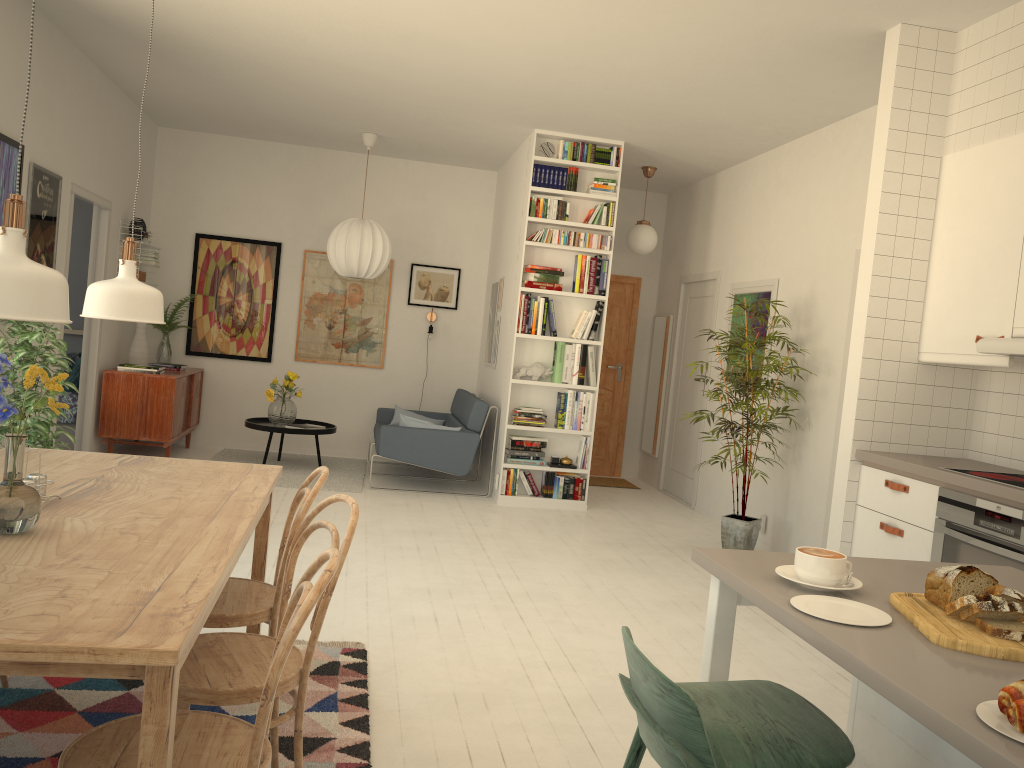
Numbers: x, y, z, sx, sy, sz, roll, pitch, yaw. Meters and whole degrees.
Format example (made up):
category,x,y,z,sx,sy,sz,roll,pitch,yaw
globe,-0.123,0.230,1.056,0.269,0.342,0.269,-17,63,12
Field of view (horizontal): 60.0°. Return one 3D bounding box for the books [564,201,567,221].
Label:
category,x,y,z,sx,sy,sz,roll,pitch,yaw
books,0.400,-1.342,6.951,0.016,0.158,0.146,5,3,-10

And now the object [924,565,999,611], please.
category,x,y,z,sx,sy,sz,roll,pitch,yaw
object,0.797,0.356,1.574,0.086,0.087,0.090,6,3,-2

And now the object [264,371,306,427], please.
category,x,y,z,sx,sy,sz,roll,pitch,yaw
object,-1.951,0.123,7.548,0.291,0.471,0.361,7,3,28

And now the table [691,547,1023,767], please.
category,x,y,z,sx,sy,sz,roll,pitch,yaw
table,0.862,0.870,1.343,0.794,0.864,1.424,5,3,-10

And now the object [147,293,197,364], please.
category,x,y,z,sx,sy,sz,roll,pitch,yaw
object,-3.106,-0.499,8.027,0.476,0.686,0.398,5,3,-8

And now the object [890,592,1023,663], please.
category,x,y,z,sx,sy,sz,roll,pitch,yaw
object,0.799,0.412,1.509,0.237,0.019,0.306,6,3,7

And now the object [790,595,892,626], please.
category,x,y,z,sx,sy,sz,roll,pitch,yaw
object,0.570,0.394,1.541,0.167,0.005,0.167,5,3,-14

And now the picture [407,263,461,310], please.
category,x,y,z,sx,sy,sz,roll,pitch,yaw
picture,-0.754,-0.943,8.604,0.481,0.402,0.015,5,2,-10

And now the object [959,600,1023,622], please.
category,x,y,z,sx,sy,sz,roll,pitch,yaw
object,0.799,0.377,1.466,0.083,0.055,0.073,6,3,-3

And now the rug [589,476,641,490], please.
category,x,y,z,sx,sy,sz,roll,pitch,yaw
rug,0.711,0.934,8.554,0.941,0.002,0.553,5,3,-10

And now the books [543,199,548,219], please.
category,x,y,z,sx,sy,sz,roll,pitch,yaw
books,0.244,-1.357,6.935,0.024,0.155,0.188,5,3,-10

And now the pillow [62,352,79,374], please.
category,x,y,z,sx,sy,sz,roll,pitch,yaw
pillow,-3.822,-0.106,7.471,0.237,0.338,0.437,5,3,-12

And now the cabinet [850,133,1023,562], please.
category,x,y,z,sx,sy,sz,roll,pitch,yaw
cabinet,1.218,0.073,1.601,2.852,2.159,4.846,5,3,-10

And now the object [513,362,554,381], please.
category,x,y,z,sx,sy,sz,roll,pitch,yaw
object,0.172,-0.102,6.956,0.311,0.150,0.137,6,3,-2

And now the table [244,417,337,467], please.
category,x,y,z,sx,sy,sz,roll,pitch,yaw
table,-1.895,0.524,7.550,0.761,0.385,0.761,6,3,6

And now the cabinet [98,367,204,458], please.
category,x,y,z,sx,sy,sz,roll,pitch,yaw
cabinet,-3.073,0.235,7.625,0.546,0.727,1.263,5,3,-10

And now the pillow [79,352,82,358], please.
category,x,y,z,sx,sy,sz,roll,pitch,yaw
pillow,-3.875,-0.118,7.850,0.220,0.385,0.387,5,3,-9

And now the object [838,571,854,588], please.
category,x,y,z,sx,sy,sz,roll,pitch,yaw
object,0.650,0.379,1.707,0.028,0.011,0.132,7,3,29

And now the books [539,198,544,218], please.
category,x,y,z,sx,sy,sz,roll,pitch,yaw
books,0.209,-1.357,6.913,0.023,0.152,0.199,5,3,-10

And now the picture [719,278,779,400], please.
category,x,y,z,sx,sy,sz,roll,pitch,yaw
picture,1.797,-0.348,6.779,0.012,0.876,0.822,5,3,-10

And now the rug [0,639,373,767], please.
category,x,y,z,sx,sy,sz,roll,pitch,yaw
rug,-1.192,1.055,1.960,1.748,0.035,3.026,5,3,-10

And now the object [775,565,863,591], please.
category,x,y,z,sx,sy,sz,roll,pitch,yaw
object,0.590,0.381,1.710,0.160,0.020,0.160,3,4,-44

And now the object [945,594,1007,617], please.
category,x,y,z,sx,sy,sz,roll,pitch,yaw
object,0.787,0.373,1.491,0.083,0.057,0.072,6,3,-4

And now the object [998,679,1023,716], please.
category,x,y,z,sx,sy,sz,roll,pitch,yaw
object,0.678,0.397,1.100,0.131,0.060,0.070,7,3,28

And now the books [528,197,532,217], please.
category,x,y,z,sx,sy,sz,roll,pitch,yaw
books,0.120,-1.368,6.925,0.019,0.156,0.205,5,3,-10

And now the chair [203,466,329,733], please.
category,x,y,z,sx,sy,sz,roll,pitch,yaw
chair,-0.840,0.642,2.706,0.483,0.810,0.385,5,3,-12

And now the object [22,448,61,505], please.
category,x,y,z,sx,sy,sz,roll,pitch,yaw
object,-1.184,0.226,2.191,0.095,0.138,0.155,5,3,-10

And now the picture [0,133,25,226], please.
category,x,y,z,sx,sy,sz,roll,pitch,yaw
picture,-2.787,-0.844,4.798,0.018,0.999,0.546,5,3,-10

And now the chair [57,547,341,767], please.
category,x,y,z,sx,sy,sz,roll,pitch,yaw
chair,-0.613,0.713,1.719,0.483,0.810,0.385,5,2,-7

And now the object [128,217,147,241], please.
category,x,y,z,sx,sy,sz,roll,pitch,yaw
object,-3.081,-1.270,7.297,0.139,0.200,0.139,7,3,34

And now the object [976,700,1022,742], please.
category,x,y,z,sx,sy,sz,roll,pitch,yaw
object,0.664,0.425,1.090,0.167,0.005,0.167,5,3,-14

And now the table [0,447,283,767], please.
category,x,y,z,sx,sy,sz,roll,pitch,yaw
table,-1.133,0.678,2.174,0.894,0.749,1.798,5,3,-10

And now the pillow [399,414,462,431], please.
category,x,y,z,sx,sy,sz,roll,pitch,yaw
pillow,-0.680,0.422,7.088,0.533,0.353,0.141,5,2,-10

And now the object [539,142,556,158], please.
category,x,y,z,sx,sy,sz,roll,pitch,yaw
object,0.271,-1.804,6.853,0.131,0.131,0.131,5,3,-14

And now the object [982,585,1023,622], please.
category,x,y,z,sx,sy,sz,roll,pitch,yaw
object,0.846,0.374,1.498,0.079,0.067,0.074,5,3,-7

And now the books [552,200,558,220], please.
category,x,y,z,sx,sy,sz,roll,pitch,yaw
books,0.314,-1.348,6.940,0.035,0.158,0.200,5,3,-10

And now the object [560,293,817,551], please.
category,x,y,z,sx,sy,sz,roll,pitch,yaw
object,1.246,0.239,6.294,0.778,1.711,2.089,4,3,-29

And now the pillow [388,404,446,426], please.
category,x,y,z,sx,sy,sz,roll,pitch,yaw
pillow,-0.889,0.349,8.346,0.539,0.277,0.157,5,3,-8

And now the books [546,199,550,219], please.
category,x,y,z,sx,sy,sz,roll,pitch,yaw
books,0.264,-1.353,6.922,0.012,0.155,0.208,5,3,-10

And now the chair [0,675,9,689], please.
category,x,y,z,sx,sy,sz,roll,pitch,yaw
chair,-1.737,0.557,2.610,0.483,0.810,0.385,5,2,-7

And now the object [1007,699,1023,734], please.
category,x,y,z,sx,sy,sz,roll,pitch,yaw
object,0.641,0.395,1.060,0.060,0.059,0.074,4,3,-40

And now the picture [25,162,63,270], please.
category,x,y,z,sx,sy,sz,roll,pitch,yaw
picture,-2.901,-0.886,5.470,0.020,0.869,0.525,5,3,-10

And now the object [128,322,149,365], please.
category,x,y,z,sx,sy,sz,roll,pitch,yaw
object,-3.098,-0.345,7.388,0.160,0.445,0.158,7,3,30

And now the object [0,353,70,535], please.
category,x,y,z,sx,sy,sz,roll,pitch,yaw
object,-1.069,0.126,1.906,0.206,0.388,0.144,8,3,42

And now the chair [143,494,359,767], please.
category,x,y,z,sx,sy,sz,roll,pitch,yaw
chair,-0.665,0.683,2.227,0.483,0.810,0.386,4,3,-27

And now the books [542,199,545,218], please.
category,x,y,z,sx,sy,sz,roll,pitch,yaw
books,0.224,-1.356,6.931,0.013,0.149,0.208,5,3,-10

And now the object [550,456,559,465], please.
category,x,y,z,sx,sy,sz,roll,pitch,yaw
object,0.340,0.605,7.024,0.058,0.055,0.058,5,3,-10

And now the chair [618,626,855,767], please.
category,x,y,z,sx,sy,sz,roll,pitch,yaw
chair,0.382,0.863,1.623,0.446,0.752,0.485,5,3,-10

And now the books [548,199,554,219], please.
category,x,y,z,sx,sy,sz,roll,pitch,yaw
books,0.282,-1.354,6.942,0.028,0.159,0.223,5,3,-10

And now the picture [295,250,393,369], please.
category,x,y,z,sx,sy,sz,roll,pitch,yaw
picture,-1.603,-0.708,8.477,0.838,1.052,0.012,5,2,-10

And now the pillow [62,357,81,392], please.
category,x,y,z,sx,sy,sz,roll,pitch,yaw
pillow,-3.704,-0.093,7.705,0.237,0.385,0.767,5,3,-12

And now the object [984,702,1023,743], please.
category,x,y,z,sx,sy,sz,roll,pitch,yaw
object,0.665,0.424,1.086,0.122,0.005,0.120,6,3,8

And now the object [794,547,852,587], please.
category,x,y,z,sx,sy,sz,roll,pitch,yaw
object,0.594,0.352,1.711,0.094,0.064,0.098,8,3,38

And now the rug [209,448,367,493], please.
category,x,y,z,sx,sy,sz,roll,pitch,yaw
rug,-1.914,0.717,7.515,1.304,0.012,1.661,5,3,-8

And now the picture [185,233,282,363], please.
category,x,y,z,sx,sy,sz,roll,pitch,yaw
picture,-2.603,-0.799,8.300,0.778,1.133,0.018,5,2,-10

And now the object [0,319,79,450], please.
category,x,y,z,sx,sy,sz,roll,pitch,yaw
object,-2.546,0.086,4.630,0.569,1.424,0.513,7,3,33

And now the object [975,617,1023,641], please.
category,x,y,z,sx,sy,sz,roll,pitch,yaw
object,0.805,0.399,1.437,0.077,0.017,0.068,6,3,-2
